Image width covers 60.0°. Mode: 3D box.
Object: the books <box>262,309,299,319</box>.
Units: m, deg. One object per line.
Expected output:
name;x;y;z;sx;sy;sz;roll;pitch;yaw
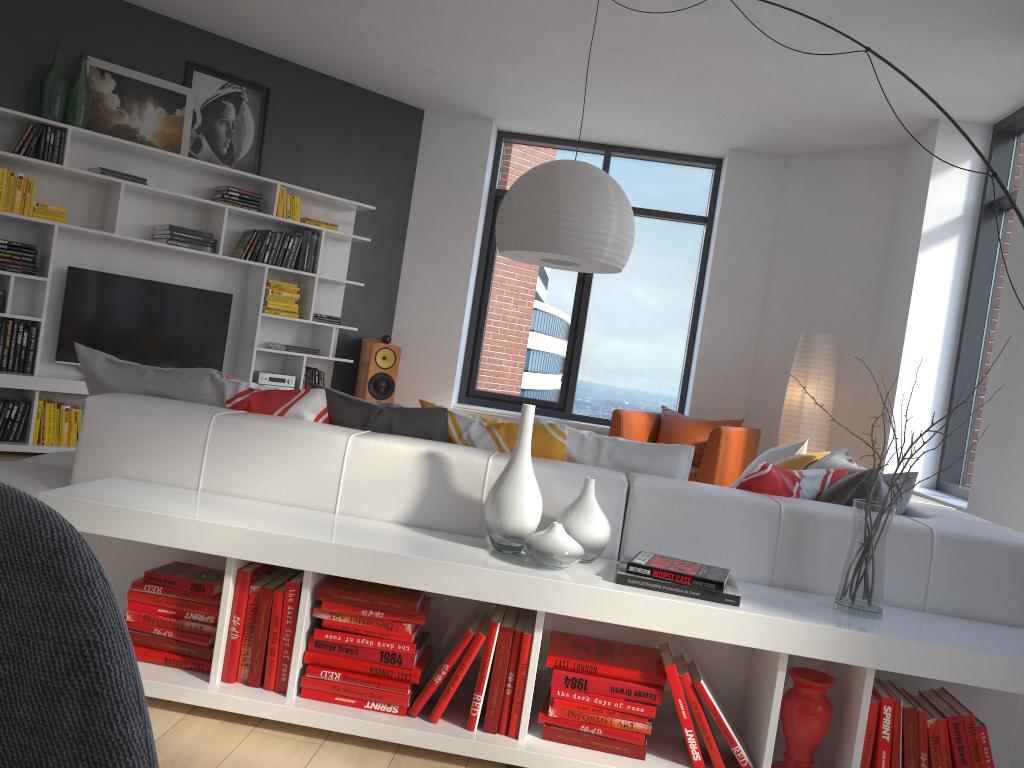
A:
books;-1.749;-0.524;6.616;0.257;0.028;0.194;8;1;-35

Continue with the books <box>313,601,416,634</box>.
books;-0.375;0.603;2.351;0.257;0.025;0.182;9;1;5

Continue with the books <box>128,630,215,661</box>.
books;-0.901;0.689;2.441;0.259;0.034;0.206;9;1;8

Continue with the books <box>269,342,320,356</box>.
books;-1.655;-0.268;6.735;0.310;0.047;0.250;7;2;-45

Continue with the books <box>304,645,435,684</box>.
books;-0.373;0.721;2.363;0.301;0.032;0.227;9;1;5

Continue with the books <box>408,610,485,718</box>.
books;-0.169;0.727;2.316;0.144;0.247;0.188;9;1;5

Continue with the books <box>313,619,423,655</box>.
books;-0.373;0.653;2.347;0.261;0.027;0.191;9;1;1

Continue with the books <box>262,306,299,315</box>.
books;-1.753;-0.550;6.620;0.257;0.024;0.203;8;1;-37

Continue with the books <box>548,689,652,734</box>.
books;0.227;0.838;2.301;0.257;0.025;0.182;9;1;5

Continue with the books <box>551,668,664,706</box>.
books;0.244;0.758;2.312;0.279;0.039;0.206;9;1;4

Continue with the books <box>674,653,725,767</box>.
books;0.477;0.833;2.262;0.148;0.232;0.171;9;1;6

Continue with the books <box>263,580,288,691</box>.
books;-0.600;0.655;2.361;0.042;0.259;0.195;9;1;5

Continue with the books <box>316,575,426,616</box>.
books;-0.365;0.549;2.351;0.259;0.034;0.206;9;1;2

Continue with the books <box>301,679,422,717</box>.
books;-0.393;0.804;2.343;0.274;0.029;0.200;9;1;5

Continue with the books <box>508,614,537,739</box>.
books;0.029;0.747;2.284;0.028;0.269;0.181;9;1;4

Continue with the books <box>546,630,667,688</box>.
books;0.246;0.722;2.336;0.301;0.032;0.227;9;1;5

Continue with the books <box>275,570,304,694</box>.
books;-0.563;0.645;2.363;0.049;0.291;0.214;9;1;5

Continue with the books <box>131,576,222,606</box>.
books;-0.883;0.557;2.441;0.254;0.025;0.178;9;1;4

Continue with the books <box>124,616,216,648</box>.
books;-0.906;0.659;2.433;0.266;0.026;0.187;9;1;10

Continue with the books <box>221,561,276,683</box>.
books;-0.702;0.623;2.376;0.036;0.294;0.208;9;1;5

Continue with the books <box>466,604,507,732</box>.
books;-0.064;0.727;2.300;0.046;0.282;0.199;9;1;5

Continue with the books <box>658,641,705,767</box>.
books;0.432;0.817;2.273;0.134;0.248;0.192;9;1;5

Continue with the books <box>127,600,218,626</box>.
books;-0.891;0.609;2.455;0.261;0.028;0.191;9;1;5

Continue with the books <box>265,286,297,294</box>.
books;-1.737;-0.703;6.632;0.227;0.022;0.160;8;1;-25

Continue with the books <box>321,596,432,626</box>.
books;-0.353;0.581;2.342;0.266;0.026;0.187;9;1;-1

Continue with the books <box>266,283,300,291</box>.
books;-1.725;-0.725;6.634;0.223;0.023;0.163;8;1;-36

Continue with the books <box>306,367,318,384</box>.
books;-1.548;-0.001;6.829;0.066;0.255;0.193;8;2;-41

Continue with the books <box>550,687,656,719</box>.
books;0.240;0.791;2.296;0.261;0.027;0.191;9;1;9

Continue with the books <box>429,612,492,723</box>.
books;-0.128;0.733;2.306;0.115;0.245;0.192;9;1;5

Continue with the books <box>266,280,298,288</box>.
books;-1.743;-0.751;6.645;0.223;0.023;0.163;8;1;-36

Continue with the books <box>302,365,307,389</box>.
books;-1.632;-0.020;6.765;0.053;0.268;0.202;8;2;-41

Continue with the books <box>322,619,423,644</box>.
books;-0.361;0.629;2.341;0.236;0.023;0.178;9;1;5

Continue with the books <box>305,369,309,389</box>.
books;-1.608;-0.001;6.783;0.053;0.240;0.189;8;2;-40

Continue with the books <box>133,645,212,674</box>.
books;-0.922;0.720;2.435;0.301;0.032;0.227;9;1;5

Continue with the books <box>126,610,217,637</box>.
books;-0.892;0.635;2.439;0.257;0.025;0.182;9;1;5

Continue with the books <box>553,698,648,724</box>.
books;0.227;0.815;2.293;0.236;0.023;0.178;9;1;5

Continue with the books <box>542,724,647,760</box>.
books;0.217;0.892;2.304;0.259;0.034;0.206;9;1;8

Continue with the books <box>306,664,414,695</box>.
books;-0.384;0.749;2.328;0.266;0.026;0.187;9;1;4

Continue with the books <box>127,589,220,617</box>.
books;-0.885;0.583;2.437;0.269;0.028;0.179;9;1;6

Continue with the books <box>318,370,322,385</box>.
books;-1.521;0.008;6.843;0.066;0.242;0.177;8;2;-41

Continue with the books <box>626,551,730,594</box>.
books;0.426;0.477;2.259;0.238;0.027;0.188;9;1;18

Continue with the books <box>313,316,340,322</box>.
books;-1.445;-0.499;6.821;0.198;0.015;0.142;7;2;-42

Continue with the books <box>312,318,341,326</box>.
books;-1.446;-0.480;6.820;0.213;0.023;0.161;8;1;-37

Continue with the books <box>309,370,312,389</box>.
books;-1.586;0.003;6.794;0.049;0.236;0.170;8;2;-40

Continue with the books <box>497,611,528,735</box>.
books;0.003;0.745;2.301;0.028;0.266;0.188;9;1;5

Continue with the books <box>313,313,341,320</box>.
books;-1.450;-0.520;6.833;0.213;0.023;0.161;8;1;-37

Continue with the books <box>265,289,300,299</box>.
books;-1.735;-0.674;6.635;0.239;0.033;0.176;8;1;-37

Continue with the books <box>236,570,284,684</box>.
books;-0.670;0.646;2.377;0.031;0.255;0.181;9;1;5

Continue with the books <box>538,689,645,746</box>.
books;0.212;0.862;2.296;0.266;0.026;0.187;9;1;10

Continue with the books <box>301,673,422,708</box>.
books;-0.387;0.776;2.325;0.282;0.030;0.188;9;1;6

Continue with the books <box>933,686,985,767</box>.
books;1.123;0.918;2.210;0.116;0.255;0.198;9;1;5

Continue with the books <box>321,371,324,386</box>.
books;-1.517;0.012;6.889;0.077;0.233;0.179;8;2;-40

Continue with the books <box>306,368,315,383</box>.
books;-1.563;0.002;6.802;0.050;0.242;0.169;8;2;-41

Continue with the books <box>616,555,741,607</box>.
books;0.425;0.503;2.284;0.300;0.026;0.245;9;1;10

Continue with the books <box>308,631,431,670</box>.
books;-0.374;0.686;2.364;0.279;0.039;0.206;9;1;6

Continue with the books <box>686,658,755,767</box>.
books;0.531;0.847;2.258;0.186;0.223;0.188;9;1;5

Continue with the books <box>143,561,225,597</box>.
books;-0.872;0.532;2.430;0.206;0.029;0.152;9;1;11

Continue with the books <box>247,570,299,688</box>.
books;-0.637;0.650;2.375;0.034;0.259;0.207;9;1;5

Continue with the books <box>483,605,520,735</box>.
books;-0.026;0.737;2.313;0.038;0.270;0.215;9;1;5
